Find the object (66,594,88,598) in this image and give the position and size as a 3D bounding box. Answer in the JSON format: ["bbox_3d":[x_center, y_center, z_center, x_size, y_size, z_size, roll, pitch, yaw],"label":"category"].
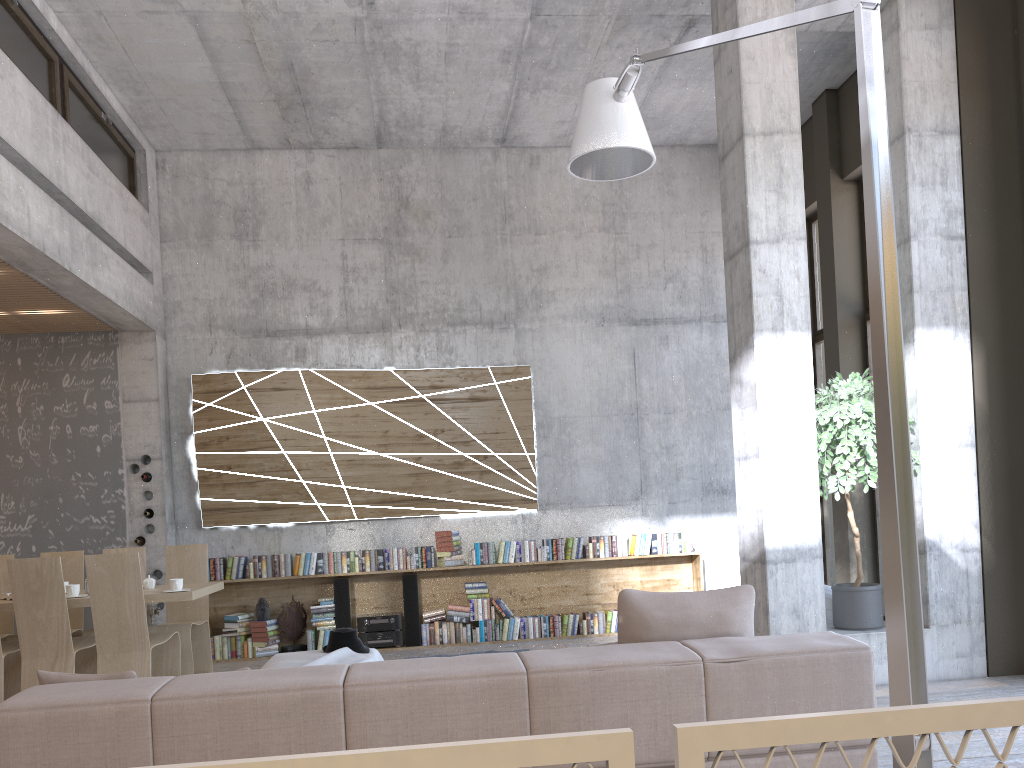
[{"bbox_3d":[-3.131,1.518,6.256,0.185,0.014,0.187,0,-9,-20],"label":"object"}]

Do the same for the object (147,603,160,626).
[{"bbox_3d":[-3.435,2.379,8.325,0.248,0.680,0.272,-2,-1,-44],"label":"object"}]

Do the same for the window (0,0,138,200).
[{"bbox_3d":[-3.185,-2.576,4.272,0.113,0.602,8.527,-3,-8,-6],"label":"window"}]

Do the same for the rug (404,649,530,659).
[{"bbox_3d":[-0.269,2.308,6.765,1.161,0.049,2.949,-2,-8,-6],"label":"rug"}]

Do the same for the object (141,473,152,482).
[{"bbox_3d":[-3.534,0.907,8.515,0.090,0.089,0.338,-3,-8,-6],"label":"object"}]

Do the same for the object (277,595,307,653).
[{"bbox_3d":[-2.197,2.402,8.801,0.197,0.566,0.343,-4,-2,44],"label":"object"}]

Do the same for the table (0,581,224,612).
[{"bbox_3d":[-4.855,2.059,6.397,5.182,0.920,1.020,-2,-4,-6],"label":"table"}]

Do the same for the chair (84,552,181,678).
[{"bbox_3d":[-2.619,1.764,6.128,0.349,1.189,0.725,-3,-2,-3],"label":"chair"}]

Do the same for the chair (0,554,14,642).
[{"bbox_3d":[-4.231,1.969,6.952,0.348,1.189,0.726,-3,-2,-12],"label":"chair"}]

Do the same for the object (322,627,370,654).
[{"bbox_3d":[-1.086,1.676,5.722,0.301,0.168,0.301,-1,-7,-19],"label":"object"}]

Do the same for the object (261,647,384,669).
[{"bbox_3d":[-1.068,1.917,5.553,1.046,0.499,1.609,-4,-8,12],"label":"object"}]

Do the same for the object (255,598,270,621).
[{"bbox_3d":[-2.462,2.221,8.656,0.145,0.228,0.136,-3,-2,-9],"label":"object"}]

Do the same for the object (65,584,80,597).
[{"bbox_3d":[-3.122,1.474,6.247,0.118,0.088,0.093,-7,-6,37],"label":"object"}]

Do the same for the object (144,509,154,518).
[{"bbox_3d":[-3.520,1.265,8.555,0.093,0.092,0.350,-3,-8,-6],"label":"object"}]

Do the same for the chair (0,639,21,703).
[{"bbox_3d":[-3.633,1.814,6.101,0.349,1.189,0.726,-3,-2,-9],"label":"chair"}]

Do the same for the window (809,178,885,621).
[{"bbox_3d":[3.896,-0.368,4.784,0.209,4.134,9.302,-3,-7,-8],"label":"window"}]

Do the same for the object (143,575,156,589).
[{"bbox_3d":[-2.791,1.526,6.748,0.089,0.111,0.124,-2,-4,-15],"label":"object"}]

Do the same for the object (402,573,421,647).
[{"bbox_3d":[-1.020,2.310,8.922,0.152,0.757,0.273,-3,-1,-6],"label":"object"}]

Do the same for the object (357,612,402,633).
[{"bbox_3d":[-1.334,2.413,8.866,0.440,0.160,0.307,-2,-6,-6],"label":"object"}]

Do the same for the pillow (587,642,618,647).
[{"bbox_3d":[0.436,1.202,3.568,0.376,0.371,0.170,0,-2,-33],"label":"pillow"}]

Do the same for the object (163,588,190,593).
[{"bbox_3d":[-2.405,1.485,6.291,0.185,0.014,0.187,0,-9,-20],"label":"object"}]

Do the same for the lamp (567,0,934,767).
[{"bbox_3d":[0.766,0.054,3.329,0.754,3.409,2.649,-3,-3,-19],"label":"lamp"}]

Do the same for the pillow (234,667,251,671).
[{"bbox_3d":[-1.136,1.238,3.282,0.370,0.357,0.187,-3,-2,-6],"label":"pillow"}]

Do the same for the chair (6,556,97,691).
[{"bbox_3d":[-3.129,1.792,6.138,0.349,1.189,0.725,-3,-2,-1],"label":"chair"}]

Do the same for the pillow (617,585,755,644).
[{"bbox_3d":[0.699,1.074,3.491,0.563,0.555,0.222,-3,-1,-4],"label":"pillow"}]

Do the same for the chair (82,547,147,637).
[{"bbox_3d":[-3.240,1.952,7.199,0.349,1.189,0.726,-3,-2,-11],"label":"chair"}]

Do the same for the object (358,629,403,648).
[{"bbox_3d":[-1.326,2.574,8.872,0.440,0.163,0.296,-2,-6,-6],"label":"object"}]

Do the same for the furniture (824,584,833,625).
[{"bbox_3d":[2.235,2.086,7.634,1.638,0.806,1.800,-7,-8,31],"label":"furniture"}]

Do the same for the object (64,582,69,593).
[{"bbox_3d":[-3.465,1.569,6.754,0.093,0.088,0.118,0,-6,-32],"label":"object"}]

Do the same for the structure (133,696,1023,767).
[{"bbox_3d":[0.780,0.796,0.350,4.423,0.930,1.946,-2,-7,-6],"label":"structure"}]

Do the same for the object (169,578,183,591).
[{"bbox_3d":[-2.397,1.441,6.282,0.118,0.088,0.093,-7,-6,37],"label":"object"}]

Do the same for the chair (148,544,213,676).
[{"bbox_3d":[-2.732,1.926,7.203,0.349,1.189,0.726,-3,-2,-6],"label":"chair"}]

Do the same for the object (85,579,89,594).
[{"bbox_3d":[-3.112,1.487,6.448,0.053,0.109,0.052,-4,-2,39],"label":"object"}]

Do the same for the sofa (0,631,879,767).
[{"bbox_3d":[-0.327,1.582,4.449,2.995,0.781,3.043,-2,-8,-6],"label":"sofa"}]

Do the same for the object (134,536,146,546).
[{"bbox_3d":[-3.594,1.523,8.508,0.095,0.094,0.341,-3,-8,-6],"label":"object"}]

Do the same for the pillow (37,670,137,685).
[{"bbox_3d":[-1.527,1.214,3.220,0.362,0.365,0.188,-3,-1,-1],"label":"pillow"}]

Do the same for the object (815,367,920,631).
[{"bbox_3d":[2.455,0.828,6.327,0.998,1.856,0.974,-2,-2,-40],"label":"object"}]

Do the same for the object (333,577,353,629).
[{"bbox_3d":[-1.695,2.336,8.851,0.152,0.757,0.273,-3,-1,-6],"label":"object"}]

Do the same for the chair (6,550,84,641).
[{"bbox_3d":[-3.735,1.959,7.065,0.349,1.189,0.726,-3,-2,-6],"label":"chair"}]

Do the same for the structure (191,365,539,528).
[{"bbox_3d":[-1.436,0.605,8.847,3.409,1.532,0.359,-2,0,-6],"label":"structure"}]
